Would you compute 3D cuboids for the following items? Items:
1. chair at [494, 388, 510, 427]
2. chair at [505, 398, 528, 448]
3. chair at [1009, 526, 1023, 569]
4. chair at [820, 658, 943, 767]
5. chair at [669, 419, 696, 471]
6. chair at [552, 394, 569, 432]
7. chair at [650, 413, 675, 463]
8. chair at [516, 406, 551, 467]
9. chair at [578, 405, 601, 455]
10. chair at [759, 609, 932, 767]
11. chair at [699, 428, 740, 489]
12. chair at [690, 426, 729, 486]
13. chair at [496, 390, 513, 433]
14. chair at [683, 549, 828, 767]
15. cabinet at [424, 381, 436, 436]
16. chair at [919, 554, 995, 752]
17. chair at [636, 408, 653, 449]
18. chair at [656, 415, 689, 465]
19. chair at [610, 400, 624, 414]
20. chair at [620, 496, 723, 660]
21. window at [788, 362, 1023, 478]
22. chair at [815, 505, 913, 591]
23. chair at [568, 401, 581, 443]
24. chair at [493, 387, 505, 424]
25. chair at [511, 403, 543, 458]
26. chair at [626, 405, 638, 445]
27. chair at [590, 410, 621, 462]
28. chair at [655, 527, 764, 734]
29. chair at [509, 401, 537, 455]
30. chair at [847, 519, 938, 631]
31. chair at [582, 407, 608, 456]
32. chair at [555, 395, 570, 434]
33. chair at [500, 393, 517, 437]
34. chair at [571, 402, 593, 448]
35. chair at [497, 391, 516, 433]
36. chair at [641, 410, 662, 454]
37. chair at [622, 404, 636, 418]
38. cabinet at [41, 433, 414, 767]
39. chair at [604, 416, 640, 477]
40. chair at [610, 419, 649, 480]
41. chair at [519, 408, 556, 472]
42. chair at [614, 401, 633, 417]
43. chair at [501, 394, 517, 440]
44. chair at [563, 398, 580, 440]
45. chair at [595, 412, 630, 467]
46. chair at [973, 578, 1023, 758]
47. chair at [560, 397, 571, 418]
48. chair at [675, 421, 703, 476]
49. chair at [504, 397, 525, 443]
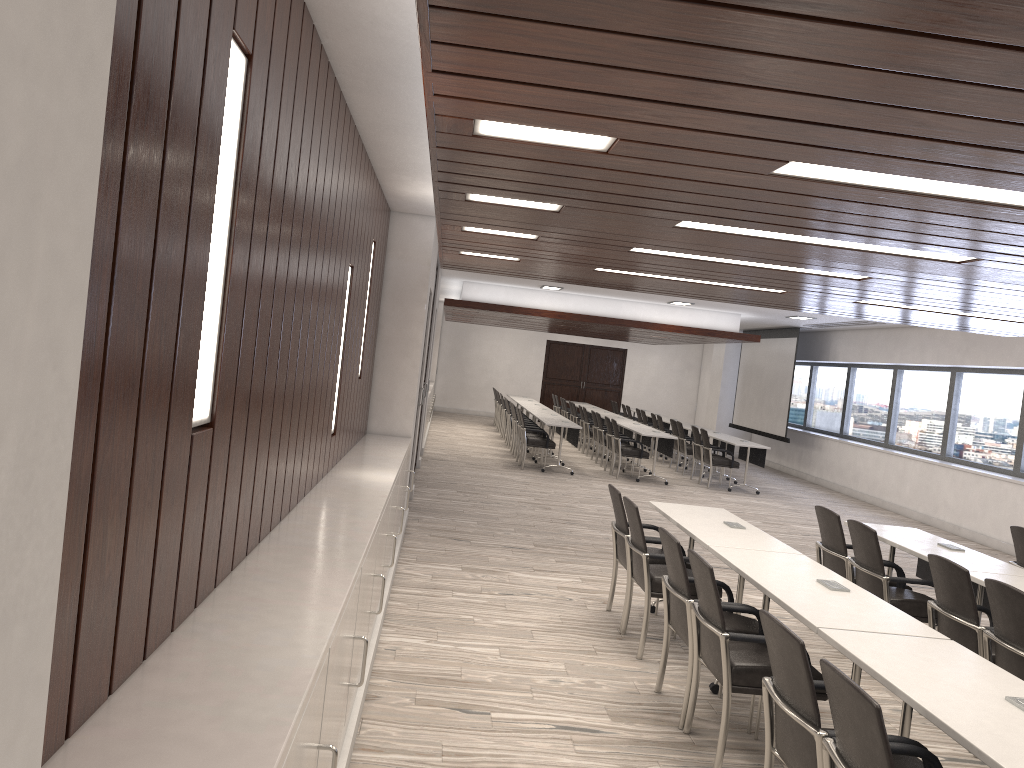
[{"bbox_3d":[-0.180,0.601,21.769,0.638,0.939,0.513,6,2,-5],"label":"chair"},{"bbox_3d":[0.139,0.774,17.213,0.638,0.939,0.513,6,2,-4],"label":"chair"},{"bbox_3d":[3.926,1.529,6.387,0.638,0.939,0.513,6,2,-4],"label":"chair"},{"bbox_3d":[1.208,1.334,2.598,0.638,0.939,0.513,6,2,-4],"label":"chair"},{"bbox_3d":[3.213,1.146,16.461,0.638,0.939,0.513,6,2,-5],"label":"chair"},{"bbox_3d":[1.277,0.747,22.407,0.638,0.939,0.513,6,2,-5],"label":"chair"},{"bbox_3d":[3.090,1.086,17.970,0.638,0.939,0.513,6,2,-4],"label":"chair"},{"bbox_3d":[0.327,0.871,14.708,0.638,0.939,0.513,6,2,-5],"label":"chair"},{"bbox_3d":[1.607,0.921,17.852,0.638,0.939,0.513,6,2,-4],"label":"chair"},{"bbox_3d":[1.170,1.314,3.128,0.638,0.939,0.513,6,2,-5],"label":"chair"},{"bbox_3d":[3.344,1.222,14.419,0.638,0.939,0.513,6,2,-4],"label":"chair"},{"bbox_3d":[3.307,1.202,14.941,0.638,0.939,0.513,6,2,-5],"label":"chair"},{"bbox_3d":[-0.117,0.638,20.777,0.638,0.939,0.513,6,2,-4],"label":"chair"},{"bbox_3d":[1.100,1.276,4.119,0.638,0.939,0.513,6,2,-4],"label":"chair"},{"bbox_3d":[-1.902,0.416,18.758,0.476,0.698,7.540,6,2,-4],"label":"cabinet"},{"bbox_3d":[2.553,1.422,4.753,0.638,0.939,0.513,6,2,-4],"label":"chair"},{"bbox_3d":[2.996,1.030,19.487,0.638,0.939,0.513,6,2,-5],"label":"chair"},{"bbox_3d":[3.126,1.106,17.448,0.638,0.939,0.513,6,2,-4],"label":"chair"},{"bbox_3d":[2.768,0.913,22.519,0.638,0.939,0.513,6,2,-4],"label":"chair"},{"bbox_3d":[0.981,1.217,5.636,0.638,0.939,0.513,6,2,-5],"label":"chair"},{"bbox_3d":[6.526,0.391,15.144,0.118,1.419,10.452,6,2,-4],"label":"window"},{"bbox_3d":[2.451,1.365,6.279,0.638,0.939,0.513,6,2,-5],"label":"chair"},{"bbox_3d":[1.506,0.864,19.380,0.638,0.939,0.513,6,2,-4],"label":"chair"},{"bbox_3d":[-0.221,0.580,22.291,0.638,0.939,0.513,6,2,-4],"label":"chair"},{"bbox_3d":[0.257,0.832,15.707,0.638,0.939,0.513,6,2,-5],"label":"chair"},{"bbox_3d":[2.907,0.990,20.481,0.638,0.939,0.513,6,2,-5],"label":"chair"},{"bbox_3d":[1.729,0.981,16.340,0.638,0.939,0.513,6,2,-5],"label":"chair"},{"bbox_3d":[1.048,1.255,4.637,0.638,0.939,0.513,6,2,-5],"label":"chair"},{"bbox_3d":[0.219,0.812,16.239,0.638,0.939,0.513,6,2,-4],"label":"chair"},{"bbox_3d":[2.486,1.385,5.753,0.638,0.939,0.513,6,2,-5],"label":"chair"},{"bbox_3d":[1.647,0.941,17.337,0.638,0.939,0.513,6,2,-4],"label":"chair"},{"bbox_3d":[1.331,0.769,21.891,0.638,0.939,0.513,6,2,-4],"label":"chair"},{"bbox_3d":[0.005,0.697,19.259,0.638,0.939,0.513,6,2,-5],"label":"chair"},{"bbox_3d":[1.534,0.883,18.857,0.638,0.939,0.513,6,2,-4],"label":"chair"},{"bbox_3d":[-0.078,0.658,20.253,0.638,0.939,0.513,6,2,-5],"label":"chair"},{"bbox_3d":[3.028,1.049,18.962,0.638,0.939,0.513,6,2,-4],"label":"chair"},{"bbox_3d":[2.871,0.970,21.012,0.638,0.939,0.513,6,2,-4],"label":"chair"},{"bbox_3d":[-0.863,0.966,4.372,0.476,0.698,7.540,6,2,-4],"label":"cabinet"},{"bbox_3d":[1.822,1.037,14.833,0.638,0.939,0.513,6,2,-5],"label":"chair"},{"bbox_3d":[1.873,1.058,14.303,0.638,0.939,0.513,6,2,-5],"label":"chair"},{"bbox_3d":[0.373,0.891,14.188,0.638,0.939,0.513,6,2,-3],"label":"chair"},{"bbox_3d":[2.797,0.932,21.999,0.638,0.939,0.513,6,2,-3],"label":"chair"},{"bbox_3d":[0.027,0.715,18.735,0.638,0.939,0.513,6,2,-4],"label":"chair"},{"bbox_3d":[1.429,0.825,20.376,0.638,0.939,0.513,6,2,-4],"label":"chair"},{"bbox_3d":[1.765,1.000,15.822,0.638,0.939,0.513,6,2,-5],"label":"chair"},{"bbox_3d":[2.588,1.442,4.231,0.638,0.939,0.513,6,2,-5],"label":"chair"},{"bbox_3d":[1.399,0.806,20.894,0.638,0.939,0.513,6,2,-4],"label":"chair"},{"bbox_3d":[3.234,1.164,15.939,0.638,0.939,0.513,6,2,-4],"label":"chair"},{"bbox_3d":[0.109,0.755,17.731,0.638,0.939,0.513,6,2,-4],"label":"chair"}]
